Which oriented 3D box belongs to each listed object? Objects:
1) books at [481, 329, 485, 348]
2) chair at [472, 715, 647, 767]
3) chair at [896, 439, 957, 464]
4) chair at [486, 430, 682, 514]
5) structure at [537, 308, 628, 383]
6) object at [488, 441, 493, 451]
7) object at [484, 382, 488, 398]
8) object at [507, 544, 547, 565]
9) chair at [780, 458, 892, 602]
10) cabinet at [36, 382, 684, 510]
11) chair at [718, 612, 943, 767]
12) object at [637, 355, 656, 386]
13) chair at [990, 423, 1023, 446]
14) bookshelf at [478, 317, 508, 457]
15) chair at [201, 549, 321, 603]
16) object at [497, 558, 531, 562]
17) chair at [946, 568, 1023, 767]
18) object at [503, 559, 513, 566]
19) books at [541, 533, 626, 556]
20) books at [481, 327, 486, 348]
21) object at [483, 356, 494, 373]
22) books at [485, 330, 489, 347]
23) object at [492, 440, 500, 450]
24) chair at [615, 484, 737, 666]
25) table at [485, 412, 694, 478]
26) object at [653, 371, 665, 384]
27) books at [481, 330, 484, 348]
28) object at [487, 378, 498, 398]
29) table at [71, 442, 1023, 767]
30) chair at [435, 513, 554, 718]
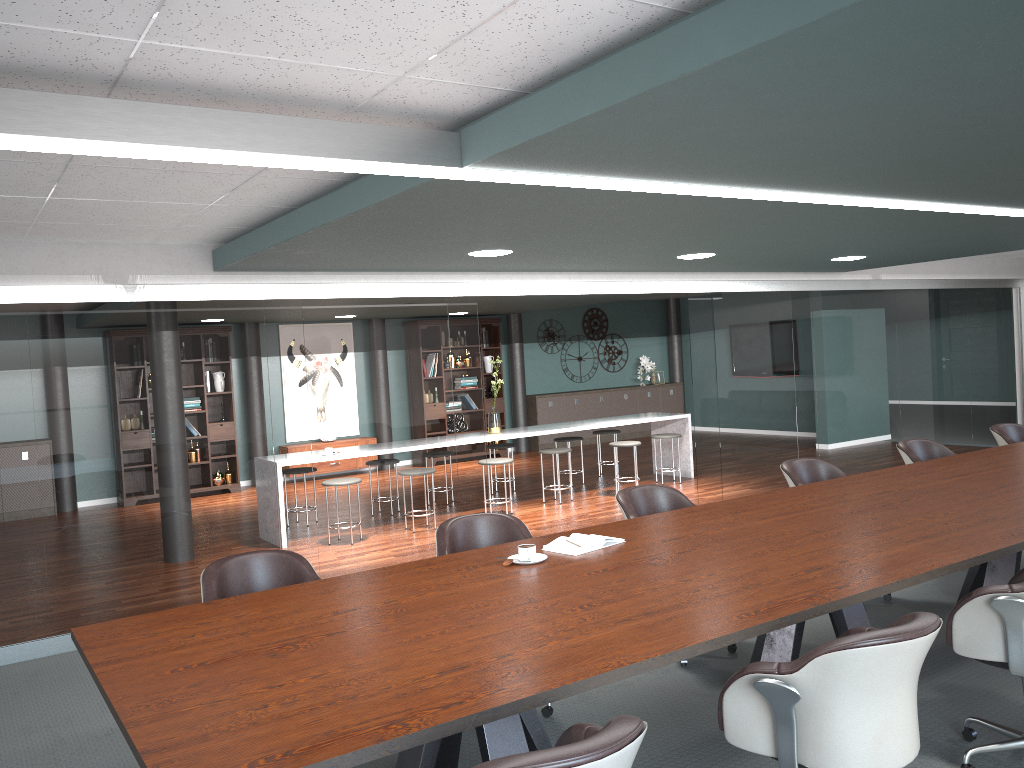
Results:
[{"bbox_3d":[-0.451,-0.649,12.663,0.016,0.268,0.205,-5,2,-33],"label":"books"},{"bbox_3d":[0.033,1.021,1.786,0.535,0.761,0.518,-4,2,-27],"label":"chair"},{"bbox_3d":[2.683,0.737,5.517,0.523,0.761,0.533,-2,3,39],"label":"chair"},{"bbox_3d":[-0.124,0.918,8.713,4.029,0.512,1.479,-5,2,-33],"label":"chair"},{"bbox_3d":[1.152,-0.615,14.046,1.791,1.178,0.017,-5,2,-33],"label":"structure"},{"bbox_3d":[-0.314,0.863,12.627,0.144,0.175,0.073,-5,2,-31],"label":"object"},{"bbox_3d":[-0.383,0.091,12.669,0.077,0.228,0.077,-2,3,40],"label":"object"},{"bbox_3d":[0.055,0.616,3.221,0.146,0.056,0.146,-4,2,-8],"label":"object"},{"bbox_3d":[1.780,0.810,4.942,0.535,0.761,0.518,-4,2,-27],"label":"chair"},{"bbox_3d":[-2.399,0.800,11.509,12.287,0.820,0.402,-5,2,-33],"label":"cabinet"},{"bbox_3d":[0.864,0.953,2.335,0.523,0.761,0.533,-2,3,39],"label":"chair"},{"bbox_3d":[2.207,-0.229,14.479,0.221,0.495,0.600,-2,2,31],"label":"object"},{"bbox_3d":[3.610,0.662,6.128,0.535,0.761,0.518,-4,2,-27],"label":"chair"},{"bbox_3d":[-0.777,0.087,12.473,1.339,1.984,0.482,-5,2,-33],"label":"bookshelf"},{"bbox_3d":[-0.866,1.024,3.225,0.535,0.761,0.518,-4,2,-27],"label":"chair"},{"bbox_3d":[0.005,0.638,3.199,0.155,0.012,0.034,-2,2,34],"label":"object"},{"bbox_3d":[1.734,0.883,2.901,0.523,0.761,0.533,-2,2,33],"label":"chair"},{"bbox_3d":[-0.014,0.638,3.177,0.041,0.021,0.044,-5,3,-41],"label":"object"},{"bbox_3d":[0.277,0.608,3.421,0.285,0.032,0.180,-5,3,-42],"label":"books"},{"bbox_3d":[-0.432,-0.659,12.676,0.027,0.286,0.184,-5,2,-33],"label":"books"},{"bbox_3d":[-0.387,-0.289,12.740,0.268,0.262,0.137,-3,2,7],"label":"object"},{"bbox_3d":[-0.401,-0.642,12.696,0.042,0.248,0.194,-5,2,-33],"label":"books"},{"bbox_3d":[-0.228,0.813,12.741,0.108,0.256,0.108,-3,2,1],"label":"object"},{"bbox_3d":[0.775,0.891,4.290,0.535,0.761,0.518,-4,2,-27],"label":"chair"},{"bbox_3d":[-0.122,0.826,8.644,4.577,0.699,0.609,-5,2,-33],"label":"table"},{"bbox_3d":[2.406,-0.100,14.517,0.174,0.207,0.042,-4,2,-14],"label":"object"},{"bbox_3d":[-0.475,-0.636,12.647,0.042,0.248,0.194,-5,2,-33],"label":"books"},{"bbox_3d":[-0.294,0.052,12.744,0.116,0.286,0.215,-5,2,-37],"label":"object"},{"bbox_3d":[1.853,0.868,3.950,6.694,0.706,1.374,-5,2,-33],"label":"table"},{"bbox_3d":[-0.073,0.959,3.740,0.535,0.761,0.518,-4,2,-12],"label":"chair"}]
